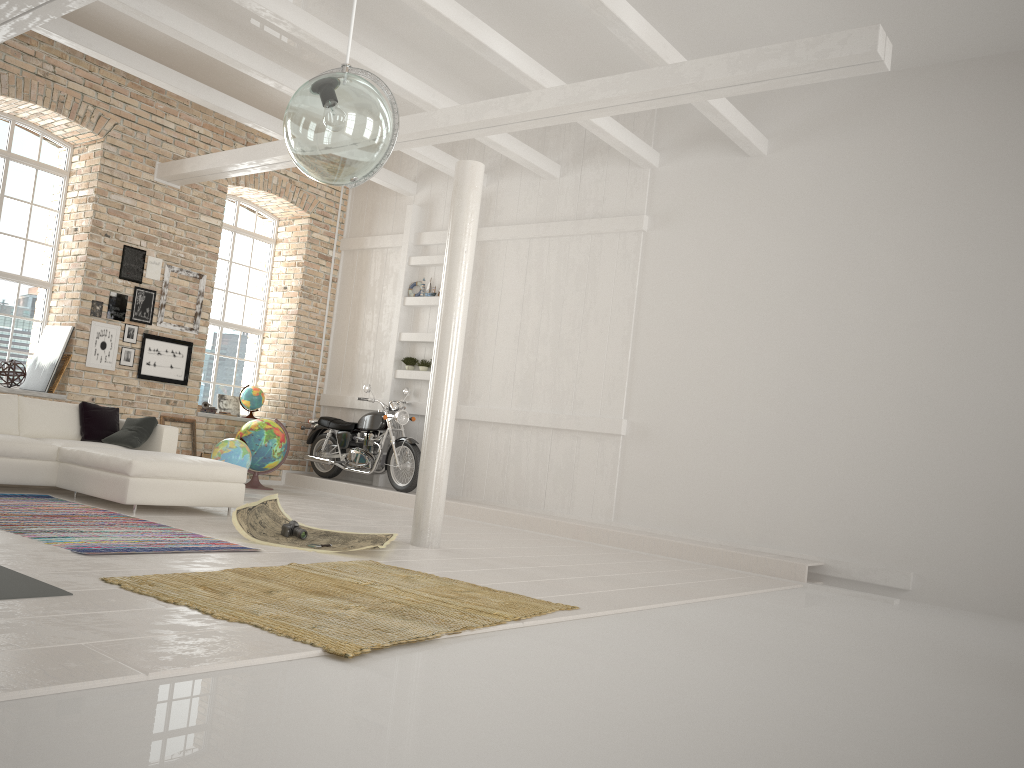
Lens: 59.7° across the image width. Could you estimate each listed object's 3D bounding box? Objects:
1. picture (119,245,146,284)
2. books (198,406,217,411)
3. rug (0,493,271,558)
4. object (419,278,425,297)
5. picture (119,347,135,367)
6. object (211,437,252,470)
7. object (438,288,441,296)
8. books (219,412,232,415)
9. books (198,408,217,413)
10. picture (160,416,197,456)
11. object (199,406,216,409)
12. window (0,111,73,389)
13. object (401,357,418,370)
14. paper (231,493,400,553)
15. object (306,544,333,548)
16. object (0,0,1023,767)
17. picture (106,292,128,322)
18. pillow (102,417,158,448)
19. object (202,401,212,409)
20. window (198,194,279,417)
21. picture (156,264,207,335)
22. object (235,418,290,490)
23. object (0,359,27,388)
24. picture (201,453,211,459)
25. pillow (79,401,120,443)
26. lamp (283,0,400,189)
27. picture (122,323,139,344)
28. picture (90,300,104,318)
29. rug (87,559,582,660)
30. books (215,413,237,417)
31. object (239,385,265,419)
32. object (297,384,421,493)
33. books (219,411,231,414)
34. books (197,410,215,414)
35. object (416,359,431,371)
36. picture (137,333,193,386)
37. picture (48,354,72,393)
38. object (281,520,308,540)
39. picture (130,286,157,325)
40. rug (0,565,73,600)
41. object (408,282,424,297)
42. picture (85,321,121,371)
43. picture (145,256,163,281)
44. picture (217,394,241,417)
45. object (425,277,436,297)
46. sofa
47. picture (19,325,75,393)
[{"bbox_3d":[-4.359,-1.373,10.248,0.020,0.394,0.276,4,-5,37],"label":"picture"},{"bbox_3d":[-3.942,0.311,11.433,0.216,0.026,0.242,4,-5,33],"label":"books"},{"bbox_3d":[-3.025,0.917,6.014,2.860,0.008,1.318,4,-6,37],"label":"rug"},{"bbox_3d":[-1.162,-1.257,11.634,0.066,0.267,0.068,7,-4,-8],"label":"object"},{"bbox_3d":[-4.426,-0.311,10.259,0.012,0.213,0.164,4,-5,37],"label":"picture"},{"bbox_3d":[-3.121,0.898,9.883,0.437,0.631,0.459,8,-4,-12],"label":"object"},{"bbox_3d":[-0.898,-1.165,11.423,0.099,0.119,0.115,10,-5,-35],"label":"object"},{"bbox_3d":[-3.681,0.380,11.445,0.140,0.014,0.101,5,-5,20],"label":"books"},{"bbox_3d":[-3.949,0.335,11.423,0.217,0.029,0.238,4,-5,37],"label":"books"},{"bbox_3d":[-4.008,0.783,10.727,0.237,0.747,0.473,4,-5,37],"label":"picture"},{"bbox_3d":[-3.931,0.290,11.425,0.169,0.021,0.200,4,-6,37],"label":"object"},{"bbox_3d":[-0.942,-1.184,6.006,12.212,2.986,1.338,4,-5,38],"label":"window"},{"bbox_3d":[-1.333,-0.264,11.578,0.235,0.180,0.248,6,-4,8],"label":"object"},{"bbox_3d":[-1.394,1.031,6.646,1.071,0.265,1.456,7,-4,1],"label":"paper"},{"bbox_3d":[-1.323,1.125,6.203,0.103,0.019,0.213,4,-5,33],"label":"object"},{"bbox_3d":[-1.197,-1.283,5.708,12.659,4.794,9.473,4,-5,38],"label":"object"},{"bbox_3d":[-4.483,-0.877,10.129,0.015,0.306,0.215,4,-5,37],"label":"picture"},{"bbox_3d":[-3.534,0.430,8.263,0.441,0.305,0.322,5,-5,28],"label":"pillow"},{"bbox_3d":[-3.925,0.276,11.464,0.092,0.090,0.490,8,-4,-14],"label":"object"},{"bbox_3d":[0.816,-0.782,8.384,12.212,2.986,1.338,4,-5,38],"label":"window"},{"bbox_3d":[-3.987,-1.013,10.767,0.027,0.748,0.564,4,-5,37],"label":"picture"},{"bbox_3d":[-3.144,0.867,11.112,0.678,0.923,0.633,6,-4,13],"label":"object"},{"bbox_3d":[-5.284,-0.109,9.401,0.325,0.307,0.288,5,-5,29],"label":"object"},{"bbox_3d":[-3.791,1.048,11.179,0.102,0.350,0.250,4,-5,37],"label":"picture"},{"bbox_3d":[-3.918,0.382,8.488,0.259,0.390,0.399,4,-5,38],"label":"pillow"},{"bbox_3d":[-0.728,-1.675,4.082,0.470,1.597,0.535,10,-5,-38],"label":"lamp"},{"bbox_3d":[-4.396,-0.577,10.276,0.012,0.213,0.164,4,-5,37],"label":"picture"},{"bbox_3d":[-4.630,-0.837,9.939,0.009,0.178,0.125,3,-5,43],"label":"picture"},{"bbox_3d":[-0.781,1.072,4.559,1.634,0.021,2.066,4,-5,31],"label":"rug"},{"bbox_3d":[-3.673,0.398,11.446,0.188,0.022,0.213,4,-6,37],"label":"books"},{"bbox_3d":[-3.515,0.246,12.060,0.352,0.464,0.307,3,-5,43],"label":"object"},{"bbox_3d":[-1.911,0.642,11.515,2.309,1.327,0.763,4,-5,34],"label":"object"},{"bbox_3d":[-3.689,0.366,11.447,0.105,0.013,0.129,6,-5,12],"label":"books"},{"bbox_3d":[-3.948,0.361,11.418,0.216,0.025,0.239,4,-6,38],"label":"books"},{"bbox_3d":[-1.128,-0.239,11.440,0.237,0.158,0.218,4,-5,30],"label":"object"},{"bbox_3d":[-4.135,-0.287,10.636,0.034,0.535,0.667,4,-5,37],"label":"picture"},{"bbox_3d":[-5.008,-0.114,9.765,0.387,0.460,0.162,4,-5,37],"label":"picture"},{"bbox_3d":[-1.588,1.069,6.548,0.181,0.124,0.139,4,-5,38],"label":"object"},{"bbox_3d":[-4.289,-0.908,10.375,0.011,0.409,0.273,4,-5,37],"label":"picture"},{"bbox_3d":[-3.360,0.719,4.049,2.896,0.041,1.346,4,-6,37],"label":"rug"},{"bbox_3d":[-1.262,-1.242,11.740,0.248,0.228,0.067,4,-4,30],"label":"object"},{"bbox_3d":[-4.591,-0.426,10.020,0.014,0.513,0.342,4,-5,37],"label":"picture"},{"bbox_3d":[-4.203,-1.357,10.465,0.013,0.258,0.181,4,-5,37],"label":"picture"},{"bbox_3d":[-3.877,0.303,12.212,0.072,0.292,0.367,4,-5,37],"label":"picture"},{"bbox_3d":[-1.040,-1.250,11.500,0.060,0.260,0.249,10,-5,-39],"label":"object"},{"bbox_3d":[-4.036,0.495,7.095,2.319,0.841,3.065,4,-5,37],"label":"sofa"},{"bbox_3d":[-5.138,-0.283,9.855,0.628,0.763,0.229,4,-5,38],"label":"picture"}]
